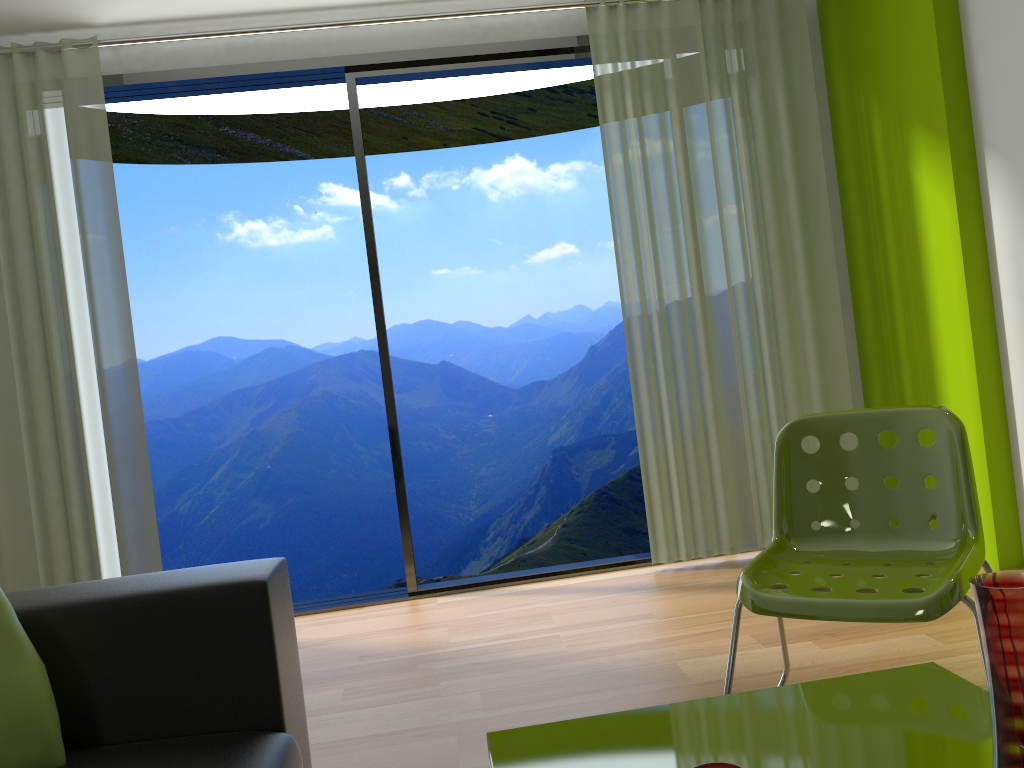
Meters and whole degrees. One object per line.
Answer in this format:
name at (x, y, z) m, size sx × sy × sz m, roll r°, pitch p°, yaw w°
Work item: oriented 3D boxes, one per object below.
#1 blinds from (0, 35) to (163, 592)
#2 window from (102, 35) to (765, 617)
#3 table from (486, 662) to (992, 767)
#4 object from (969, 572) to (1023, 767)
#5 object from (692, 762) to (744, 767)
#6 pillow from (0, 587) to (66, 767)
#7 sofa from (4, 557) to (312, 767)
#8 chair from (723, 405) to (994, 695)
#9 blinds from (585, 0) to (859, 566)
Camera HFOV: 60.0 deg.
blinds at (-2.107, -0.143, 3.746) m, size 1.012 × 2.568 × 0.067 m, roll -7°, pitch 0°, yaw -5°
window at (-0.390, -0.269, 4.137) m, size 3.336 × 2.498 × 0.219 m, roll -7°, pitch 0°, yaw -5°
table at (0.456, 0.713, 0.712) m, size 0.810 × 0.349 × 1.682 m, roll -7°, pitch 0°, yaw -5°
object at (0.393, 0.345, 0.665) m, size 0.168 × 0.400 × 0.168 m, roll -7°, pitch 0°, yaw -20°
object at (0.239, 0.504, 1.002) m, size 0.076 × 0.122 × 0.075 m, roll -7°, pitch 0°, yaw 29°
pillow at (-1.003, 0.529, 1.465) m, size 0.269 × 0.362 × 0.399 m, roll -7°, pitch 0°, yaw 43°
sofa at (-0.802, 0.722, 0.609) m, size 1.061 × 0.639 × 2.583 m, roll -7°, pitch 0°, yaw -5°
chair at (0.807, 0.456, 2.037) m, size 0.640 × 0.759 × 0.546 m, roll -7°, pitch 0°, yaw 33°
blinds at (0.976, -0.517, 4.044) m, size 1.012 × 2.568 × 0.067 m, roll -7°, pitch 0°, yaw -5°
